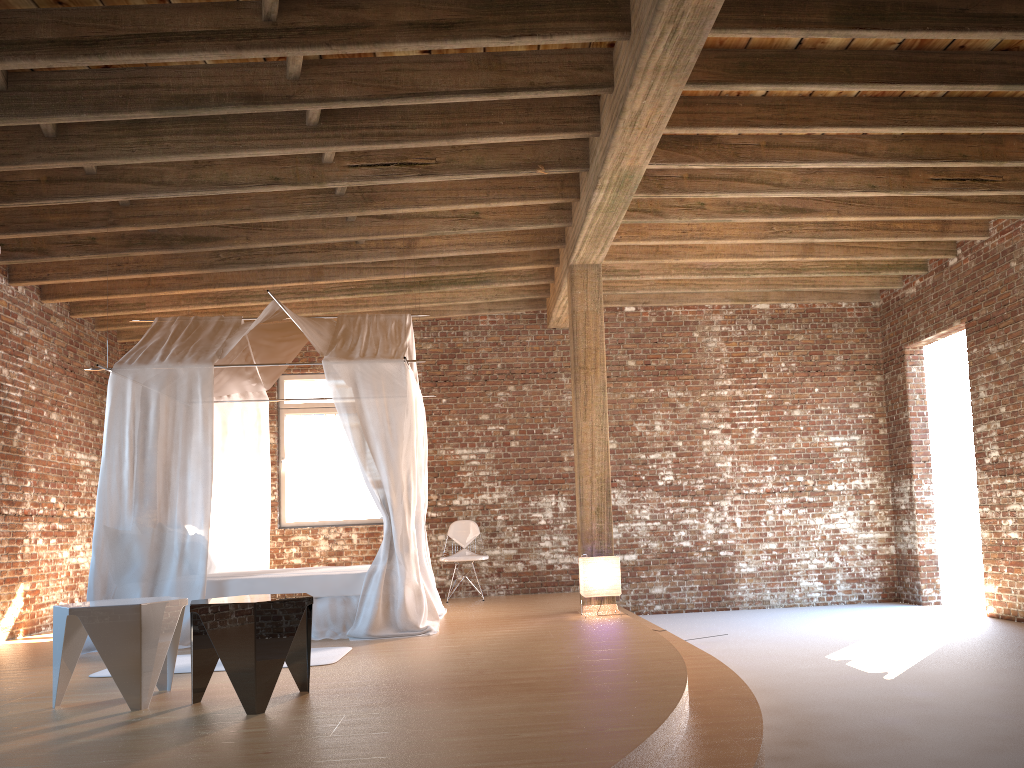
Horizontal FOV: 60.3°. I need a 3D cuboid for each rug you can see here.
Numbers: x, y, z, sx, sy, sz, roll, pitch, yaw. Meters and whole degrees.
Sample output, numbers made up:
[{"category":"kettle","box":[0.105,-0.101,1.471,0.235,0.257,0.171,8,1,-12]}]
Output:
[{"category":"rug","box":[-1.796,1.758,5.610,1.453,0.007,0.856,-2,-9,-4]}]

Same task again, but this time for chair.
[{"category":"chair","box":[-1.224,1.257,4.156,0.525,0.486,0.634,-8,-10,39]},{"category":"chair","box":[-0.535,1.969,9.880,0.545,0.891,0.570,-2,-6,-4]},{"category":"chair","box":[-1.914,1.314,4.324,0.550,0.486,0.605,4,-10,-40]}]

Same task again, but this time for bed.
[{"category":"bed","box":[-2.003,0.168,7.612,2.707,3.855,2.480,-2,-6,-4]}]

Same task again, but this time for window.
[{"category":"window","box":[-2.082,0.762,10.318,1.334,1.836,0.170,-2,-5,-5]}]

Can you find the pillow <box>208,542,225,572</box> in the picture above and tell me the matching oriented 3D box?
[{"category":"pillow","box":[-2.832,1.544,8.021,0.297,0.429,0.626,-2,-8,-2]}]

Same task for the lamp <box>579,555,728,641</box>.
[{"category":"lamp","box":[1.270,1.843,7.636,1.411,0.775,0.355,-1,-6,-12]}]

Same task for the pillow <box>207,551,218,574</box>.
[{"category":"pillow","box":[-2.625,1.457,7.368,0.216,0.289,0.387,-3,-8,6]}]
